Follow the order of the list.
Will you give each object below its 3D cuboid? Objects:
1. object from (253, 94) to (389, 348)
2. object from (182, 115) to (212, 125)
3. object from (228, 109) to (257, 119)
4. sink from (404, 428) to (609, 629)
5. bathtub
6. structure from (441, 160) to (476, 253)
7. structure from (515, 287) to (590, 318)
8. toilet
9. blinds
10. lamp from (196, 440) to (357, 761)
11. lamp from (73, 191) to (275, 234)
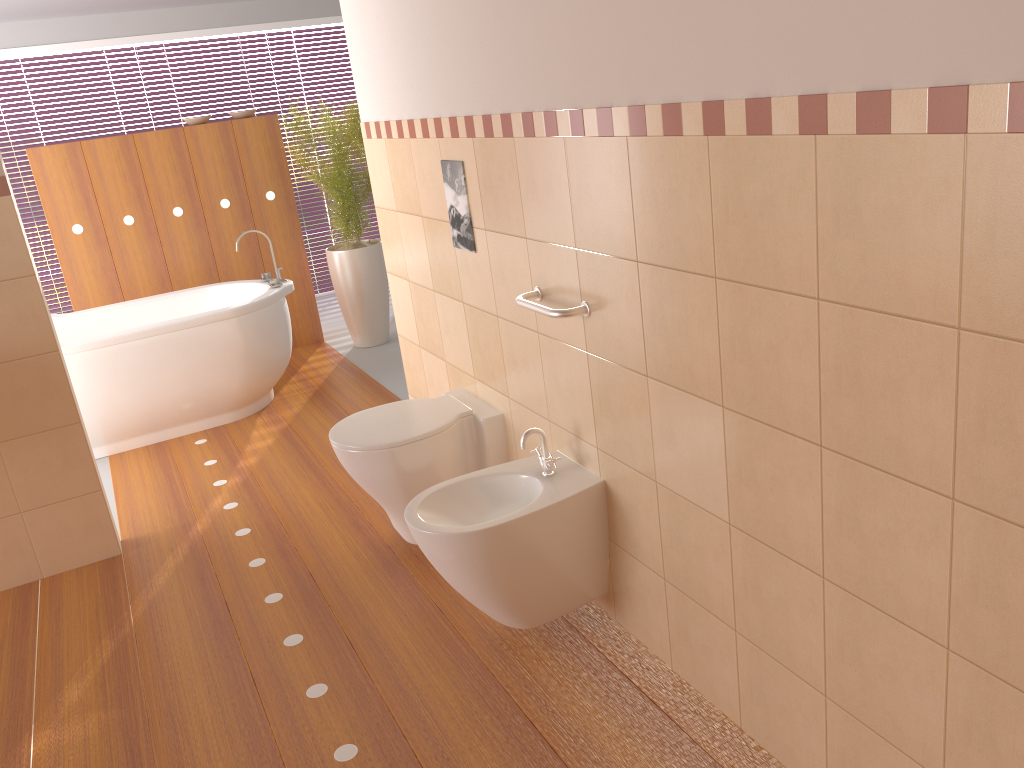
[{"bbox_3d":[-0.903,-1.005,5.454,0.683,1.557,1.335,-5,19,8],"label":"object"},{"bbox_3d":[-1.900,-1.590,5.366,0.173,0.046,0.173,-16,20,-22],"label":"object"},{"bbox_3d":[-1.659,-1.659,5.470,0.173,0.046,0.173,-16,20,-22],"label":"object"},{"bbox_3d":[-0.023,0.395,2.399,0.515,0.517,0.335,-16,20,-22],"label":"sink"},{"bbox_3d":[-2.026,-0.203,4.584,1.874,0.900,0.888,-16,20,-22],"label":"bathtub"},{"bbox_3d":[-0.168,-0.554,2.763,0.005,0.279,0.170,-16,20,-22],"label":"structure"},{"bbox_3d":[0.091,-0.205,2.293,0.091,0.042,0.295,-16,20,-22],"label":"structure"},{"bbox_3d":[-0.315,0.294,2.988,0.534,0.400,0.375,-16,20,-22],"label":"toilet"},{"bbox_3d":[-2.986,-1.340,6.473,4.712,2.022,0.032,-16,20,-22],"label":"blinds"},{"bbox_3d":[-2.291,1.017,2.535,3.173,0.001,2.893,-16,20,-22],"label":"lamp"},{"bbox_3d":[-2.001,-1.032,5.313,1.169,0.052,0.001,-16,20,-22],"label":"lamp"}]
